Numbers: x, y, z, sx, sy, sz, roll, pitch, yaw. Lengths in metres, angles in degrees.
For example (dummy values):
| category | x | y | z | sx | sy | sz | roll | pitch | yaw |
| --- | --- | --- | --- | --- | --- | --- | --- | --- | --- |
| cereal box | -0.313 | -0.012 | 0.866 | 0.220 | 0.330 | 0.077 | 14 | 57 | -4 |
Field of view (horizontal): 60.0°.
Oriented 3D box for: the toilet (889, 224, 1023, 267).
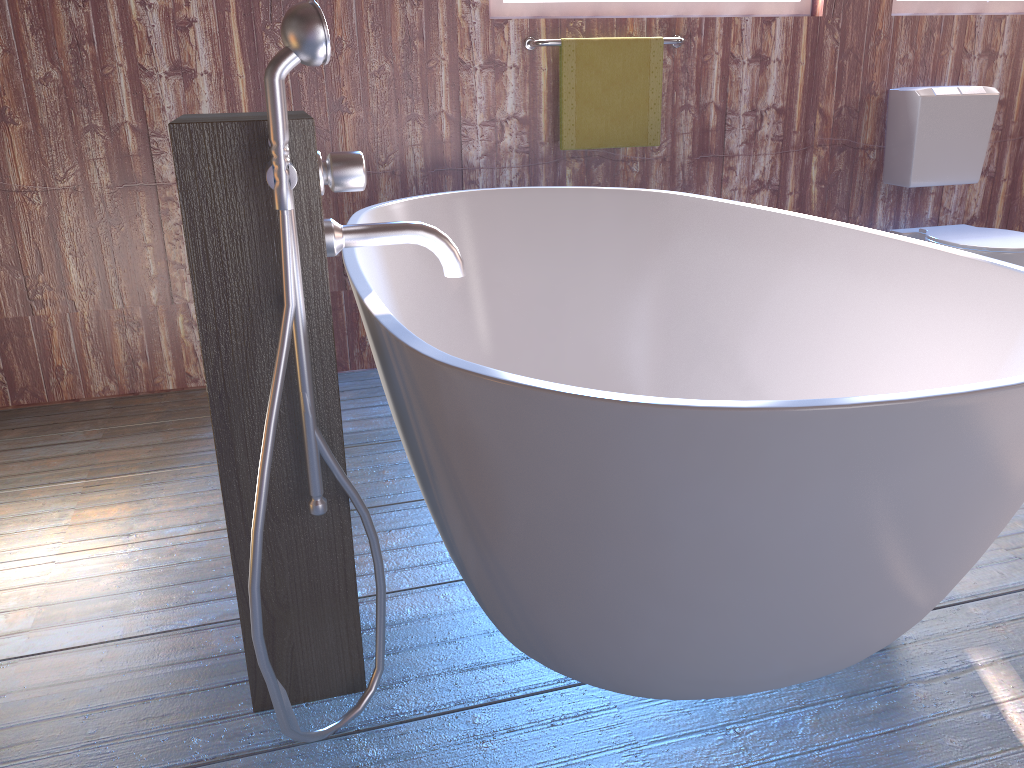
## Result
| category | x | y | z | sx | sy | sz | roll | pitch | yaw |
| --- | --- | --- | --- | --- | --- | --- | --- | --- | --- |
| toilet | 1.730 | -0.367 | 3.355 | 0.375 | 0.400 | 0.534 | -6 | 20 | -14 |

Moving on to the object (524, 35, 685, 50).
| category | x | y | z | sx | sy | sz | roll | pitch | yaw |
| --- | --- | --- | --- | --- | --- | --- | --- | --- | --- |
| object | 0.333 | -1.164 | 3.020 | 0.581 | 0.043 | 0.091 | -7 | 20 | -14 |

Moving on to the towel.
| category | x | y | z | sx | sy | sz | roll | pitch | yaw |
| --- | --- | --- | --- | --- | --- | --- | --- | --- | --- |
| towel | 0.341 | -0.995 | 3.043 | 0.370 | 0.361 | 0.032 | -7 | 20 | -15 |

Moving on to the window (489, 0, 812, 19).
| category | x | y | z | sx | sy | sz | roll | pitch | yaw |
| --- | --- | --- | --- | --- | --- | --- | --- | --- | --- |
| window | 0.501 | -1.580 | 3.075 | 1.255 | 0.587 | 0.054 | -6 | 20 | -14 |

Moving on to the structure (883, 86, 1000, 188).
| category | x | y | z | sx | sy | sz | roll | pitch | yaw |
| --- | --- | --- | --- | --- | --- | --- | --- | --- | --- |
| structure | 1.647 | -0.958 | 3.427 | 0.358 | 0.363 | 0.182 | -6 | 20 | -14 |

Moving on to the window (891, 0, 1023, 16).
| category | x | y | z | sx | sy | sz | roll | pitch | yaw |
| --- | --- | --- | --- | --- | --- | --- | --- | --- | --- |
| window | 1.992 | -1.747 | 3.449 | 1.255 | 0.587 | 0.054 | -6 | 20 | -14 |

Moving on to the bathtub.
| category | x | y | z | sx | sy | sz | roll | pitch | yaw |
| --- | --- | --- | --- | --- | --- | --- | --- | --- | --- |
| bathtub | 0.259 | -0.197 | 1.931 | 1.460 | 1.109 | 1.935 | 1 | 20 | 6 |
